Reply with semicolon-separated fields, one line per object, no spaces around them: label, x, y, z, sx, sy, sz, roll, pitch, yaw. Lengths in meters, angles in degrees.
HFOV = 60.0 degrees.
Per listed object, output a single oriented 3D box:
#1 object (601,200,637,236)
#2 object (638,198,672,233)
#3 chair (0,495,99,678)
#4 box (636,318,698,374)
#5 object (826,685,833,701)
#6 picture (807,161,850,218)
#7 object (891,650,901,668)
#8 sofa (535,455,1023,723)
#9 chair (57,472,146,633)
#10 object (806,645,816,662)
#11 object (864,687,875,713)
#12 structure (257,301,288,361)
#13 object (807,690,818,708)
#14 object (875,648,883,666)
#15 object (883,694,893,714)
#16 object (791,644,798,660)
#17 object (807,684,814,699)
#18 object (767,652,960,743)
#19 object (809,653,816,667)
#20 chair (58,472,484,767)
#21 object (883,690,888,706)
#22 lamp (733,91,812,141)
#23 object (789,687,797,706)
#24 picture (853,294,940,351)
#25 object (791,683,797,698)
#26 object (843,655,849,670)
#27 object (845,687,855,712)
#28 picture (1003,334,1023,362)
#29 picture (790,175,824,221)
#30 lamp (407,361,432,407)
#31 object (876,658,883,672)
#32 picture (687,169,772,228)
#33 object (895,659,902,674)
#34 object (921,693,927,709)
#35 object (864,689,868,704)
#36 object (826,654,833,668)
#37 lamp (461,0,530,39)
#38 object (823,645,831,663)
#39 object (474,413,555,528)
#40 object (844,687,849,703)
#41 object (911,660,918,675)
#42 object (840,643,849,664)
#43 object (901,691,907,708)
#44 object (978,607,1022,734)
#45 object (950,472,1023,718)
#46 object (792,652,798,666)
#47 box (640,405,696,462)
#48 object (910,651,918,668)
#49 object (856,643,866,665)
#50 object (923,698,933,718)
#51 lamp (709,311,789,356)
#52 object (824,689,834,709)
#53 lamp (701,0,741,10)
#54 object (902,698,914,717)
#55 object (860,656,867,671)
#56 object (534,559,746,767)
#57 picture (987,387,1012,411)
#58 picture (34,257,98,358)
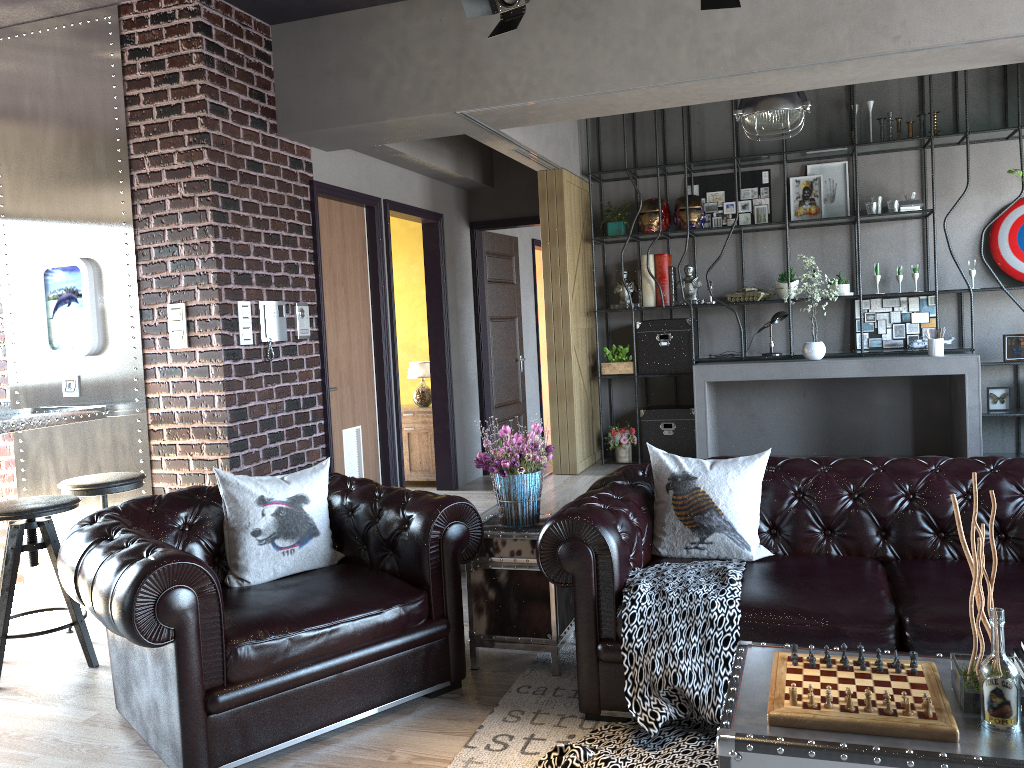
object;0.941;-1.489;8.030;0.324;0.339;0.295;-4;3;-25
object;1.261;-1.496;7.905;0.280;0.327;0.400;-2;4;24
chair;-2.244;0.938;4.177;0.450;0.773;0.450;-5;3;-31
box;1.401;-0.345;7.967;0.489;0.480;0.374;-2;3;19
object;0.799;0.778;2.235;0.017;0.037;0.017;-2;3;12
picture;2.726;-1.650;7.644;0.332;0.514;0.119;-2;3;19
object;1.050;0.750;2.424;0.026;0.044;0.026;-4;3;-26
sofa;1.474;0.759;3.467;2.565;0.837;1.240;-2;4;18
chair;-2.191;0.892;4.805;0.439;0.780;0.439;-3;3;-3
object;0.841;0.756;2.494;0.026;0.044;0.026;-4;3;-26
object;0.870;0.768;2.162;0.025;0.058;0.025;-4;3;-26
structure;-1.476;-0.332;5.544;0.068;0.370;0.280;-2;3;19
object;0.746;0.779;2.205;0.026;0.044;0.026;-4;3;-26
object;1.009;0.749;2.439;0.022;0.047;0.022;-4;3;-26
object;0.911;0.773;2.148;0.022;0.047;0.022;-5;4;-39
object;0.800;0.759;2.511;0.019;0.040;0.019;-3;3;-7
object;0.758;0.779;2.250;0.017;0.037;0.017;-2;3;12
object;0.898;0.804;2.316;0.429;0.036;0.429;-2;4;19
object;0.831;0.763;2.452;0.017;0.037;0.017;-2;3;25
chair;-1.031;0.870;3.703;1.494;0.844;1.245;-6;4;-41
object;0.924;0.775;2.190;0.017;0.037;0.017;-2;3;12
lamp;1.784;-2.307;6.227;0.534;1.148;0.516;-3;3;-4
object;0.704;0.782;2.220;0.019;0.040;0.019;-2;3;23
picture;3.264;-0.520;7.533;0.665;0.447;0.051;-2;3;19
object;0.719;0.781;2.262;0.017;0.037;0.017;-2;3;12
object;0.913;0.760;2.425;0.017;0.037;0.017;-2;3;25
object;0.828;0.771;2.174;0.025;0.055;0.025;-4;3;-26
picture;4.020;-0.287;6.934;0.313;0.212;0.049;-2;3;19
picture;2.547;-1.591;7.664;0.267;0.413;0.101;-2;3;19
lamp;-0.851;0.304;8.596;0.291;1.044;0.441;-3;3;-8
object;0.993;0.758;2.395;0.017;0.037;0.017;-2;3;25
picture;1.935;-1.637;7.945;0.749;0.503;0.058;-2;3;19
object;1.037;0.756;2.380;0.017;0.037;0.017;-2;3;25
object;1.007;0.772;2.164;0.017;0.037;0.017;-2;3;12
object;0.884;0.776;2.204;0.017;0.037;0.017;-2;3;12
object;0.872;0.761;2.439;0.017;0.037;0.017;-2;3;25
lamp;0.010;-2.026;4.544;0.359;0.512;0.560;-1;4;39
object;0.881;0.753;2.482;0.022;0.047;0.022;-4;3;-26
object;0.021;0.380;3.933;0.352;0.483;0.349;-6;4;-40
object;0.840;0.777;2.220;0.017;0.037;0.017;-2;3;12
object;1.074;0.755;2.370;0.017;0.037;0.017;-1;4;38
object;0.924;0.747;2.467;0.025;0.055;0.025;-4;3;-26
object;0.963;0.773;2.178;0.017;0.037;0.017;-2;3;12
object;1.161;0.680;2.113;0.088;0.290;0.084;-2;3;24
object;1.201;0.518;2.246;0.156;0.583;0.185;-2;3;19
object;0.788;0.764;2.468;0.017;0.037;0.017;-3;3;0
box;1.441;0.438;8.005;0.489;0.480;0.374;-2;3;19
object;1.093;0.750;2.412;0.019;0.040;0.019;-3;3;-7
object;0.965;0.745;2.454;0.025;0.058;0.025;-2;3;12
object;0.994;0.774;2.120;0.019;0.040;0.019;-2;3;23
lamp;2.078;-0.436;7.759;0.740;0.370;0.205;0;4;43
object;0.782;0.777;2.193;0.022;0.047;0.022;-5;4;-39
lamp;0.983;-2.049;4.215;0.359;0.525;0.541;-3;3;4
object;0.952;0.773;2.133;0.026;0.044;0.026;-4;3;-26
object;0.955;0.759;2.411;0.017;0.037;0.017;-2;3;25
object;0.439;1.013;2.959;0.562;0.569;1.700;0;4;39
picture;3.906;0.120;7.110;0.172;0.190;0.036;-2;3;19
picture;-2.705;-0.461;5.379;0.412;0.599;0.047;-2;3;19
